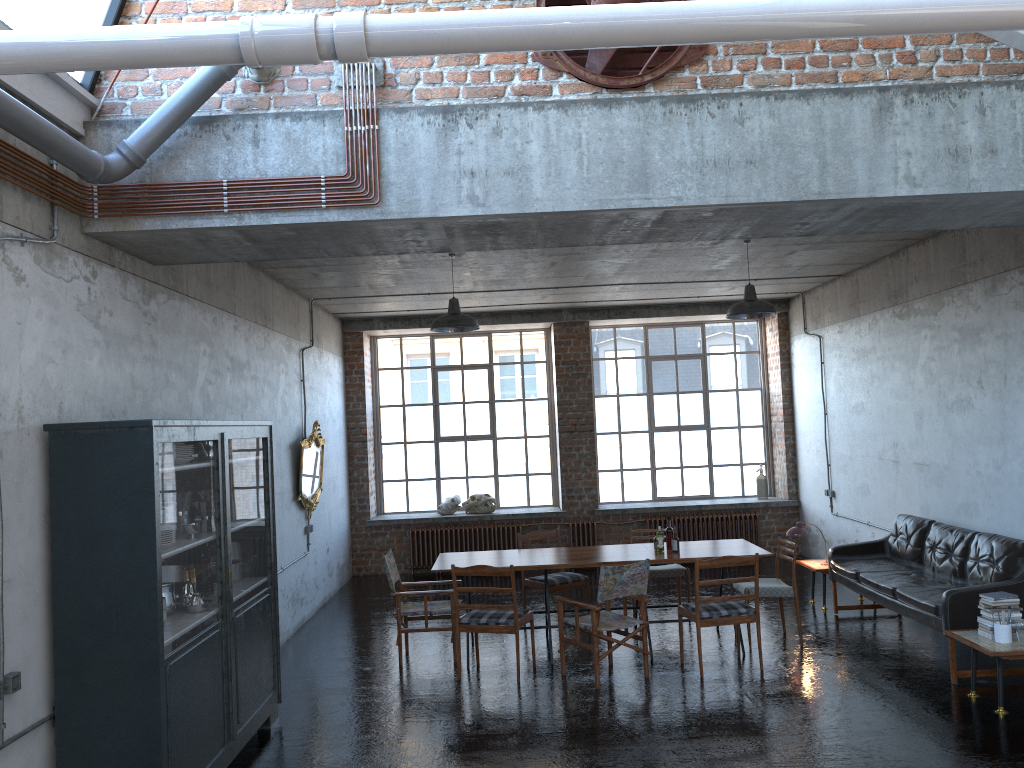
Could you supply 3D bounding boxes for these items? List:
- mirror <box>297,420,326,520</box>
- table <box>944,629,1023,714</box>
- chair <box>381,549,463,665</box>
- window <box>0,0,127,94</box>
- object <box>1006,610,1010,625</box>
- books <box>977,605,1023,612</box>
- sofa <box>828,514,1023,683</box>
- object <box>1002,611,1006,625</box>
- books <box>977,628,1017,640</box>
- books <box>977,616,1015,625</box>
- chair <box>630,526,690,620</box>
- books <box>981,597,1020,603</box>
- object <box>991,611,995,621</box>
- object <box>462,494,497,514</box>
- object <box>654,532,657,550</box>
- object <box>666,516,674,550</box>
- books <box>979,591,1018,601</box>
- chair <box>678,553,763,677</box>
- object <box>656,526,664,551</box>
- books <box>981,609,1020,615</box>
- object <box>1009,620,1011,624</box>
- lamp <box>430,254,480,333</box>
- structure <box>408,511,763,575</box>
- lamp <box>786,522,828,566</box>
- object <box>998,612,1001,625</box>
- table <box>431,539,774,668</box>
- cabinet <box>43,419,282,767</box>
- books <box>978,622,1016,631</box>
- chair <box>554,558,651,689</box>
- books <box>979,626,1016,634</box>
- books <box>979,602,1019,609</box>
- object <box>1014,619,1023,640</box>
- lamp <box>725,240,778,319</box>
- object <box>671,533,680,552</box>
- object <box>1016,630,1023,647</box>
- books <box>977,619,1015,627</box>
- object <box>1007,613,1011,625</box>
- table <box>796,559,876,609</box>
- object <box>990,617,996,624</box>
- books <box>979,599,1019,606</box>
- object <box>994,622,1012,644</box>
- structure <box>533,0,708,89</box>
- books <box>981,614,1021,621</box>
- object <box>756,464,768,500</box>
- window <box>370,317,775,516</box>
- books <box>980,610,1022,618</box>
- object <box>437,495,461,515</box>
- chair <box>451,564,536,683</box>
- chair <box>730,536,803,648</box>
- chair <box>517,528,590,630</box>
[{"bbox_3d":[-2.382,1.031,10.645,0.172,1.182,1.339,-3,-3,0],"label":"mirror"},{"bbox_3d":[3.713,2.076,6.434,0.811,0.458,0.649,-3,-3,0],"label":"table"},{"bbox_3d":[-0.845,2.117,8.508,0.713,1.031,0.574,-3,-3,0],"label":"chair"},{"bbox_3d":[-2.152,-3.092,1.379,0.994,2.404,8.048,-3,-3,0],"label":"window"},{"bbox_3d":[3.571,1.724,6.396,0.052,0.185,0.009,-3,-3,1],"label":"object"},{"bbox_3d":[3.611,1.657,6.563,0.244,0.019,0.174,-3,-3,0],"label":"books"},{"bbox_3d":[3.821,1.846,8.215,0.929,1.045,2.610,-3,-3,-1],"label":"sofa"},{"bbox_3d":[3.557,1.745,6.413,0.023,0.204,0.037,-5,-3,39],"label":"object"},{"bbox_3d":[3.609,1.840,6.543,0.248,0.043,0.192,-3,-3,0],"label":"books"},{"bbox_3d":[3.615,1.745,6.563,0.245,0.028,0.193,-2,-3,-5],"label":"books"},{"bbox_3d":[1.609,2.089,9.750,0.589,0.971,0.577,-3,-3,-1],"label":"chair"},{"bbox_3d":[3.613,1.592,6.566,0.205,0.020,0.155,-3,-3,0],"label":"books"},{"bbox_3d":[3.495,1.747,6.406,0.046,0.202,0.023,-5,-3,36],"label":"object"},{"bbox_3d":[-0.528,1.847,13.706,0.418,0.305,0.625,-1,-3,-27],"label":"object"},{"bbox_3d":[1.422,1.529,8.656,0.077,0.173,0.077,-2,-3,-15],"label":"object"},{"bbox_3d":[1.525,1.443,8.585,0.075,0.324,0.075,-4,-3,25],"label":"object"},{"bbox_3d":[3.606,1.571,6.576,0.201,0.024,0.159,-2,-3,-10],"label":"books"},{"bbox_3d":[1.795,1.972,7.705,0.573,1.028,0.509,-2,-3,-11],"label":"chair"},{"bbox_3d":[1.426,1.488,8.543,0.070,0.235,0.041,-3,-3,-1],"label":"object"},{"bbox_3d":[3.617,1.677,6.561,0.205,0.022,0.155,-2,-3,-5],"label":"books"},{"bbox_3d":[3.554,1.765,6.366,0.068,0.159,0.009,-3,-3,13],"label":"object"},{"bbox_3d":[-0.585,-0.982,8.820,0.502,0.891,0.502,-3,-3,4],"label":"lamp"},{"bbox_3d":[1.098,2.391,13.323,5.349,0.713,0.232,-3,-3,0],"label":"structure"},{"bbox_3d":[3.317,1.782,9.928,0.496,0.492,0.220,-2,-3,-8],"label":"lamp"},{"bbox_3d":[3.536,1.737,6.420,0.009,0.167,0.061,-3,-3,12],"label":"object"},{"bbox_3d":[0.840,2.096,8.554,3.112,0.917,1.067,-3,-3,0],"label":"table"},{"bbox_3d":[-2.114,1.396,5.765,0.572,2.297,2.386,-3,-3,0],"label":"cabinet"},{"bbox_3d":[3.608,1.784,6.544,0.249,0.023,0.175,-3,-3,0],"label":"books"},{"bbox_3d":[0.793,1.999,7.566,0.574,1.031,0.713,-1,-3,-30],"label":"chair"},{"bbox_3d":[3.609,1.807,6.543,0.249,0.023,0.175,-2,-3,-5],"label":"books"},{"bbox_3d":[3.601,1.636,6.564,0.231,0.023,0.162,-3,-3,15],"label":"books"},{"bbox_3d":[3.658,1.772,6.362,0.087,0.155,0.087,-1,-3,-28],"label":"object"},{"bbox_3d":[2.359,-1.118,8.838,0.502,0.891,0.502,-3,-3,4],"label":"lamp"},{"bbox_3d":[1.558,1.508,8.455,0.051,0.180,0.097,-1,-3,-29],"label":"object"},{"bbox_3d":[3.611,1.798,6.256,0.092,0.099,0.092,-2,-3,-23],"label":"object"},{"bbox_3d":[3.617,1.766,6.561,0.255,0.014,0.192,-3,-3,3],"label":"books"},{"bbox_3d":[3.571,1.732,6.383,0.062,0.169,0.009,-3,-3,-1],"label":"object"},{"bbox_3d":[3.699,2.235,9.925,0.811,0.458,0.649,-3,-3,0],"label":"table"},{"bbox_3d":[3.509,1.755,6.391,0.137,0.190,0.009,-3,-3,3],"label":"object"},{"bbox_3d":[3.615,1.614,6.575,0.209,0.023,0.167,-2,-3,-6],"label":"books"},{"bbox_3d":[3.531,1.789,6.376,0.110,0.137,0.110,-3,-3,0],"label":"object"},{"bbox_3d":[0.639,-2.327,5.443,1.058,1.096,0.808,-3,-3,0],"label":"structure"},{"bbox_3d":[3.621,1.719,6.560,0.221,0.023,0.147,-3,-3,-1],"label":"books"},{"bbox_3d":[3.900,1.524,13.842,0.172,0.551,0.172,-5,-4,44],"label":"object"},{"bbox_3d":[5.287,1.972,14.524,19.864,12.900,0.747,-3,-3,0],"label":"window"},{"bbox_3d":[3.620,1.699,6.566,0.224,0.021,0.158,-3,-3,0],"label":"books"},{"bbox_3d":[-0.976,1.883,13.766,0.281,0.281,0.575,-4,-3,26],"label":"object"},{"bbox_3d":[-0.155,2.067,7.809,0.573,1.028,0.509,-4,-3,19],"label":"chair"},{"bbox_3d":[2.452,1.996,8.537,0.577,0.971,0.589,-3,-3,-1],"label":"chair"},{"bbox_3d":[0.455,2.119,9.582,0.573,1.028,0.509,-1,-3,-36],"label":"chair"}]
